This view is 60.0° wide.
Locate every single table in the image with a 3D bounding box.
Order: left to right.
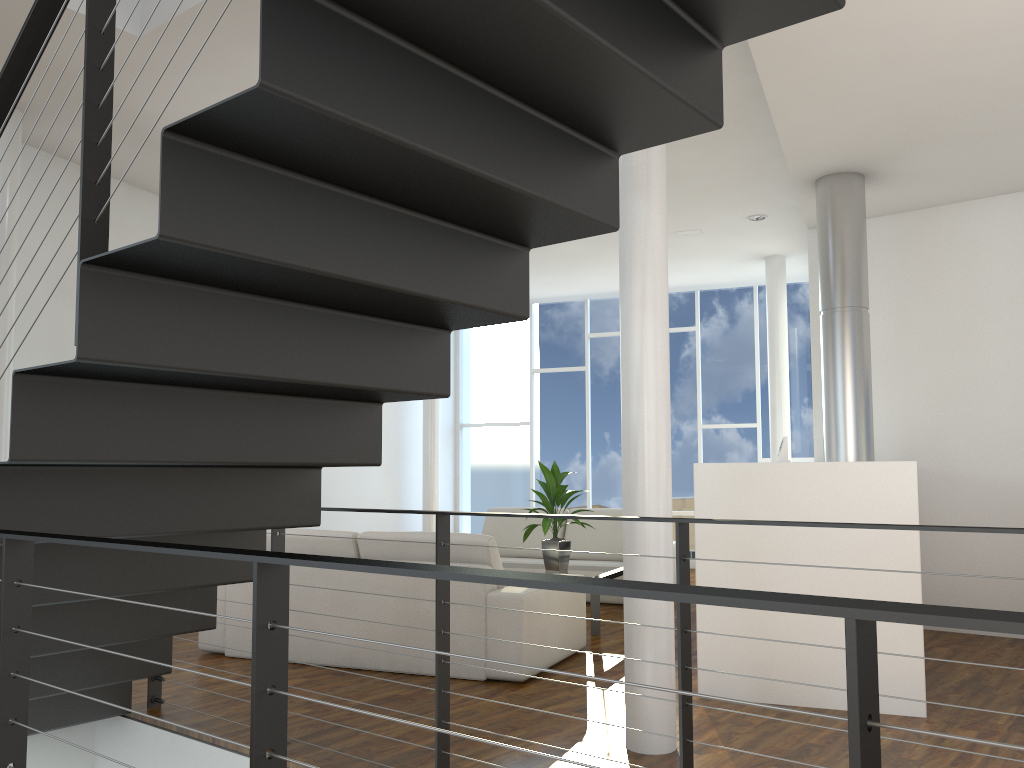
[{"bbox_3d":[-0.166,1.181,5.052,1.609,0.284,0.662,-3,-6,23],"label":"table"}]

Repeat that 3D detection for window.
[{"bbox_3d":[1.040,-1.168,8.033,3.416,5.623,0.090,-2,-5,22],"label":"window"}]

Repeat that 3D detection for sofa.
[{"bbox_3d":[-0.539,0.938,4.076,1.611,0.564,0.804,-3,-6,23],"label":"sofa"},{"bbox_3d":[0.289,1.136,6.041,1.611,0.564,0.804,-3,-6,23],"label":"sofa"}]

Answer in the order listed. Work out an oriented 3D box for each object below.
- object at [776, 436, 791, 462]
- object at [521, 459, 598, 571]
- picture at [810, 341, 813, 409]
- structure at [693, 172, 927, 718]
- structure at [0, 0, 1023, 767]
[{"bbox_3d":[1.406,0.350,4.603,0.061,0.151,0.100,-1,-5,9],"label":"object"},{"bbox_3d":[0.251,0.716,4.865,0.432,0.600,0.459,-1,-5,8],"label":"object"},{"bbox_3d":[1.930,-0.027,5.628,0.020,0.414,0.576,-2,-6,22],"label":"picture"},{"bbox_3d":[1.529,0.152,4.413,0.750,2.201,2.755,-2,-6,22],"label":"structure"},{"bbox_3d":[-0.058,0.487,1.528,4.365,6.284,1.095,-4,-6,38],"label":"structure"}]
